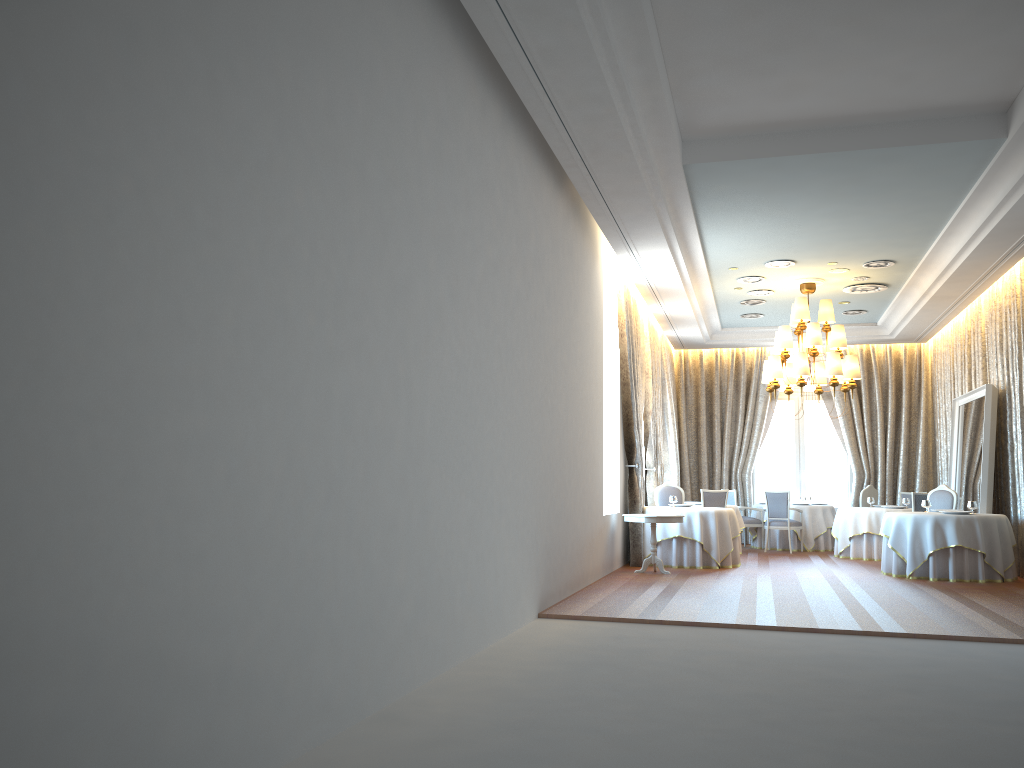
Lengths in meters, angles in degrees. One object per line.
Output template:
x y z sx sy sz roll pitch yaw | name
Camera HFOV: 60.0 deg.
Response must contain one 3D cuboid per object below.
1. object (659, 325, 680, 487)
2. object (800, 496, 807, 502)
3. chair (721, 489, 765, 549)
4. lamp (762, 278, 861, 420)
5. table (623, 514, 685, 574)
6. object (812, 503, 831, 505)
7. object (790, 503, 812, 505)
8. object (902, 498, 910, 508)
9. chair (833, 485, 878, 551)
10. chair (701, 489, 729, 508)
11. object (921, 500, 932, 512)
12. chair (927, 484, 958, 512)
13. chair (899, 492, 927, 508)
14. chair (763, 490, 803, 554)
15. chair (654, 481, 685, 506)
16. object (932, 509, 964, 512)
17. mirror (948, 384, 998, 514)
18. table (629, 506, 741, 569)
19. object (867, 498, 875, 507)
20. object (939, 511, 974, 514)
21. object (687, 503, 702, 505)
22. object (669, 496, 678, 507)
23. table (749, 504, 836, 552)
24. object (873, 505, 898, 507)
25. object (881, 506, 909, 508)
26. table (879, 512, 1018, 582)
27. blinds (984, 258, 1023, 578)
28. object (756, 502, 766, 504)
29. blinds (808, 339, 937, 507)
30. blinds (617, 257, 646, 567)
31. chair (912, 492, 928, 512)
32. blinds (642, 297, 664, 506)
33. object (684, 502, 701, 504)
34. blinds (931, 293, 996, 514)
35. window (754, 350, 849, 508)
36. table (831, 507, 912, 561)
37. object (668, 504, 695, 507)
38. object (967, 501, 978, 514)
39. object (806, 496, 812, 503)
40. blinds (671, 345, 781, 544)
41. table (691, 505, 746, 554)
3.183 0.864 17.797 0.386 4.901 2.121 -1 -7 15 | object
5.578 2.229 16.999 0.128 0.165 0.128 -1 -7 16 | object
4.395 2.576 16.953 0.629 1.108 0.650 3 -7 -19 | chair
4.554 -0.536 13.578 1.373 2.121 1.373 6 -8 -37 | lamp
1.902 2.157 11.875 0.761 0.801 0.760 5 -8 -35 | table
5.915 2.305 17.058 0.419 0.036 0.419 -1 -7 14 | object
5.441 2.257 16.696 0.419 0.036 0.419 -1 -7 14 | object
6.591 1.994 14.826 0.128 0.165 0.128 -1 -7 16 | object
6.355 2.480 16.385 0.563 1.233 0.690 5 -8 -34 | chair
3.266 2.308 14.748 0.650 1.108 0.629 2 -7 -9 | chair
5.743 1.693 12.289 0.128 0.165 0.128 7 -9 -44 | object
6.045 2.071 12.848 0.690 1.233 0.563 4 -7 -24 | chair
7.181 2.501 15.974 0.650 1.108 0.629 -4 -8 35 | chair
4.881 2.480 16.061 0.650 1.108 0.629 -3 -8 30 | chair
2.609 2.174 14.150 0.563 1.233 0.690 2 -7 -9 | chair
6.069 1.770 12.366 0.419 0.036 0.419 -1 -7 14 | object
6.852 1.400 13.284 0.385 2.564 2.251 -1 -7 16 | mirror
2.585 2.297 13.296 1.663 0.890 1.667 0 -7 4 | table
6.206 2.047 15.333 0.128 0.165 0.128 -1 -7 16 | object
5.787 1.672 11.546 0.419 0.036 0.419 -1 -7 14 | object
3.237 2.081 15.412 0.419 0.036 0.419 -1 -7 14 | object
2.454 1.787 13.494 0.128 0.165 0.128 1 -7 -2 | object
5.439 2.769 17.093 1.667 0.890 1.663 -4 -8 34 | table
6.497 2.126 15.424 0.419 0.036 0.419 -1 -7 14 | object
6.316 2.032 14.629 0.419 0.036 0.419 -1 -7 14 | object
5.847 2.185 11.938 1.663 0.890 1.667 0 -7 4 | table
6.593 0.096 11.243 0.238 4.819 4.439 -1 -7 16 | blinds
4.931 2.301 17.138 0.419 0.036 0.419 -1 -7 14 | object
7.239 0.868 17.761 2.476 4.901 0.386 -1 -7 15 | blinds
1.865 0.293 13.376 0.315 4.930 2.204 -1 -7 15 | blinds
6.338 2.262 13.986 0.650 1.108 0.629 2 -7 -14 | chair
2.542 0.572 15.724 0.335 4.969 2.257 -1 -7 16 | blinds
3.282 2.188 16.337 0.419 0.036 0.419 -1 -7 14 | object
7.755 0.590 15.429 0.238 4.819 4.439 -1 -7 16 | blinds
6.006 0.905 18.532 1.881 3.306 0.196 -1 -7 16 | window
6.297 2.538 14.973 1.663 0.890 1.667 -3 -7 29 | table
2.633 1.884 13.758 0.419 0.036 0.419 -1 -7 14 | object
6.084 1.631 11.713 0.128 0.165 0.128 -1 -7 16 | object
5.806 2.275 17.374 0.128 0.165 0.128 -1 -7 16 | object
4.468 0.919 18.529 2.535 4.901 0.386 -1 -7 16 | blinds
3.293 2.595 15.820 1.667 0.890 1.663 0 -7 9 | table
